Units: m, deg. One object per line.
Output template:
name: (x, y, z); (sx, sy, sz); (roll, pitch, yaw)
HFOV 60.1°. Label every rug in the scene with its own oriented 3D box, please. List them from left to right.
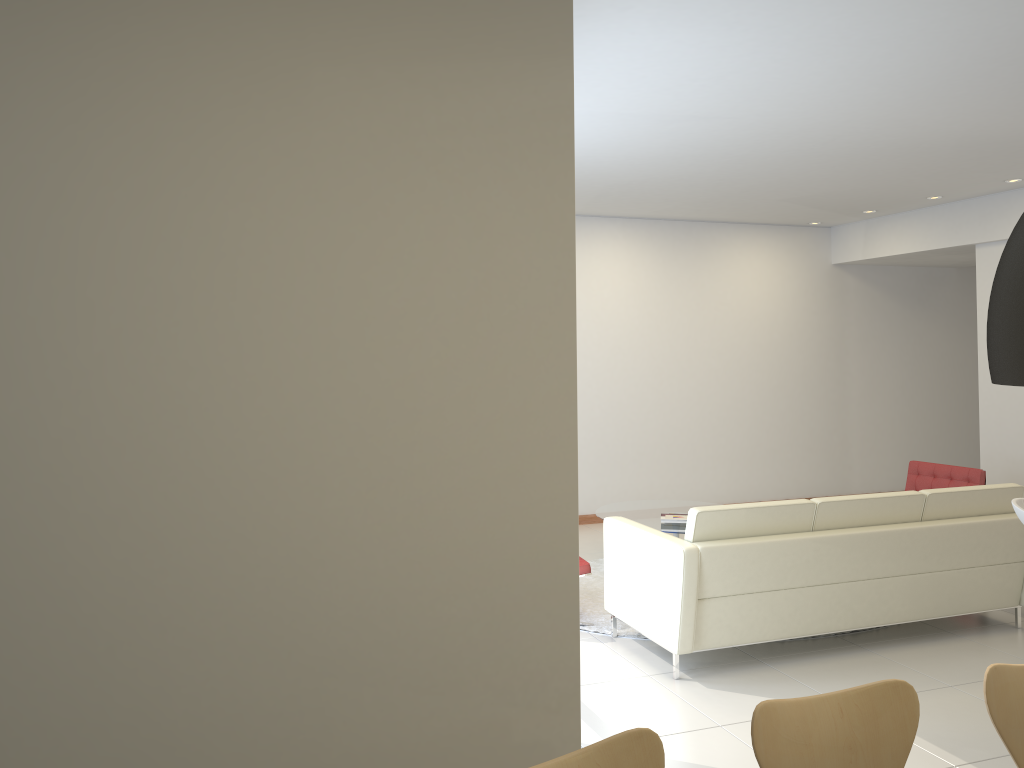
rug: (1.643, 1.519, 6.642); (3.328, 0.004, 2.443); (-1, 2, -18)

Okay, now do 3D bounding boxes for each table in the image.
table: (1.384, 1.295, 7.404); (1.321, 0.404, 1.537); (-1, 2, -21)

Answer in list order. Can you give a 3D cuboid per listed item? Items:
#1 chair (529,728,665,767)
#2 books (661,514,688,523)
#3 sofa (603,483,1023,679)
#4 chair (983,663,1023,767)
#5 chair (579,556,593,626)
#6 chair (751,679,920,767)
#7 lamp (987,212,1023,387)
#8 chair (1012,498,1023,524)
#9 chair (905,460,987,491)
chair: (0.246, 1.259, 1.743); (0.521, 0.908, 0.515); (0, -1, -36)
books: (1.345, 1.066, 7.025); (0.323, 0.027, 0.256); (0, 2, 10)
sofa: (1.942, 1.093, 5.512); (2.565, 0.924, 1.000); (-1, 1, -20)
chair: (1.566, 1.229, 2.273); (0.521, 0.908, 0.515); (0, -1, -12)
chair: (0.091, 1.153, 5.963); (0.706, 0.818, 0.699); (-1, 0, -14)
chair: (0.880, 1.242, 2.060); (0.521, 0.908, 0.515); (0, -1, -20)
lamp: (1.127, -0.746, 1.501); (0.594, 1.495, 0.593); (0, -1, -17)
chair: (2.681, 1.090, 4.260); (0.457, 1.022, 0.464); (0, -1, -34)
chair: (3.348, 1.081, 7.201); (0.706, 0.818, 0.699); (-1, 0, -25)
